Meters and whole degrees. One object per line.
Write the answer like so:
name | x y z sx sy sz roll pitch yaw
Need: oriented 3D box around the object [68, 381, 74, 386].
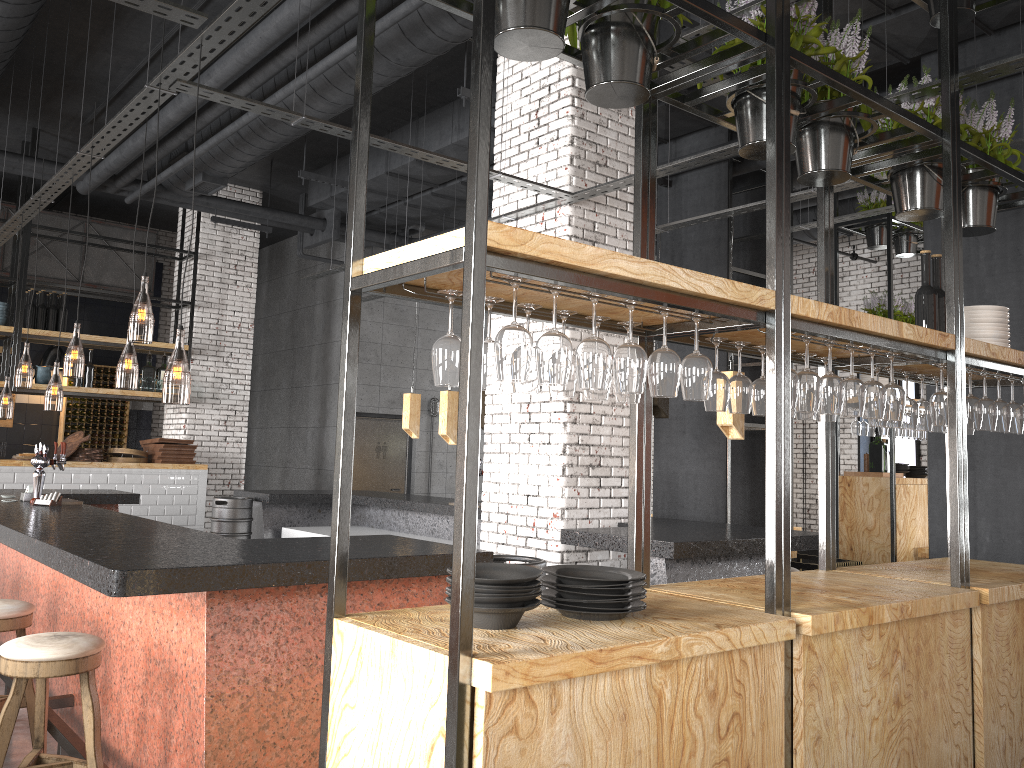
object | -6.427 -0.008 12.907 0.079 0.079 0.283 6 -7 -39

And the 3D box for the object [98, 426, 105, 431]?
object | -6.082 0.657 13.136 0.079 0.079 0.283 6 -7 -39

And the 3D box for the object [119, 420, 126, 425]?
object | -5.846 0.573 13.309 0.079 0.079 0.283 6 -7 -39

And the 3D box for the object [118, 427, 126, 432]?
object | -5.838 0.677 13.283 0.079 0.079 0.283 6 -7 -39

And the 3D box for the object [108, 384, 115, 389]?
object | -5.986 0.036 13.259 0.079 0.079 0.283 6 -7 -39

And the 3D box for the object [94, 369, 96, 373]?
object | -6.201 -0.196 13.106 0.079 0.079 0.283 6 -7 -39

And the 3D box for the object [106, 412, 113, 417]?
object | -5.977 0.453 13.187 0.079 0.079 0.283 6 -7 -39

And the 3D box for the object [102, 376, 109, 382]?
object | -6.056 -0.076 13.211 0.079 0.079 0.283 6 -7 -39

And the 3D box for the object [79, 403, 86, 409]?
object | -6.278 0.320 12.977 0.079 0.079 0.283 6 -7 -39

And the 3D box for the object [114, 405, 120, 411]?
object | -5.923 0.357 13.285 0.079 0.079 0.283 6 -7 -39

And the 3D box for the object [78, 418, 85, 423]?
object | -6.295 0.530 12.966 0.079 0.079 0.283 6 -7 -39

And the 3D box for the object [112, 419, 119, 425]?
object | -5.930 0.567 13.262 0.079 0.079 0.283 6 -7 -39

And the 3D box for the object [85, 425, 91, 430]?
object | -6.215 0.641 13.003 0.079 0.079 0.283 6 -7 -39

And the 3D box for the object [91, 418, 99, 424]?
object | -6.127 0.543 13.058 0.079 0.079 0.283 6 -7 -39

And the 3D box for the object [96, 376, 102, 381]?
object | -6.128 -0.084 13.151 0.079 0.079 0.283 6 -7 -39

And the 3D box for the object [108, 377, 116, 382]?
object | -5.973 -0.070 13.257 0.079 0.079 0.283 6 -7 -39

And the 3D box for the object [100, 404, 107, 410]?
object | -6.069 0.343 13.166 0.079 0.079 0.283 6 -7 -39

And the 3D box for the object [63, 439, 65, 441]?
object | -6.435 0.828 12.795 0.079 0.079 0.280 6 -7 -39

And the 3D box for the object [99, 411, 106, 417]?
object | -6.062 0.447 13.143 0.079 0.079 0.283 6 -7 -39

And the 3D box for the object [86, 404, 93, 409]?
object | -6.218 0.328 13.051 0.079 0.079 0.283 6 -7 -39

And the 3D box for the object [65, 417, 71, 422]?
object | -6.431 0.514 12.836 0.079 0.079 0.283 6 -7 -39

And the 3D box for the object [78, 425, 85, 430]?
object | -6.283 0.633 12.937 0.079 0.079 0.283 6 -7 -39

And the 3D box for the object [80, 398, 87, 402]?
object | -6.285 0.216 13.000 0.079 0.079 0.283 6 -7 -39

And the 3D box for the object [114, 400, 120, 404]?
object | -5.919 0.253 13.295 0.079 0.079 0.283 6 -7 -39

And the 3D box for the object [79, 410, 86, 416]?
object | -6.270 0.423 12.951 0.079 0.079 0.283 6 -7 -39

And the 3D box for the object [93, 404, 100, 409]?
object | -6.142 0.335 13.107 0.079 0.079 0.283 6 -7 -39

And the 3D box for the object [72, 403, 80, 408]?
object | -6.337 0.311 12.900 0.079 0.079 0.283 6 -7 -39

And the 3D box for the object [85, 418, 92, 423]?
object | -6.197 0.535 12.996 0.079 0.079 0.283 6 -7 -39

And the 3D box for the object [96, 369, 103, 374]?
object | -6.115 -0.189 13.150 0.079 0.079 0.283 6 -7 -39

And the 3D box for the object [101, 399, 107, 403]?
object | -6.056 0.237 13.165 0.079 0.079 0.283 6 -7 -39

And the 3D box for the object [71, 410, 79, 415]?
object | -6.355 0.417 12.906 0.079 0.079 0.283 6 -7 -39

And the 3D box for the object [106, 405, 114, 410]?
object | -5.986 0.349 13.213 0.079 0.079 0.283 6 -7 -39

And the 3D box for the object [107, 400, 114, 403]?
object | -5.995 0.245 13.240 0.079 0.079 0.283 6 -7 -39

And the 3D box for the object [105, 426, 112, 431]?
object | -5.996 0.663 13.180 0.079 0.079 0.283 6 -7 -39

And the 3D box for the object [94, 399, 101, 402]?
object | -6.117 0.229 13.091 0.079 0.079 0.283 6 -7 -39

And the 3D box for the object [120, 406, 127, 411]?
object | -5.840 0.364 13.331 0.079 0.079 0.283 6 -7 -39

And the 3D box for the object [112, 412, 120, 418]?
object | -5.916 0.461 13.261 0.079 0.079 0.283 6 -7 -39

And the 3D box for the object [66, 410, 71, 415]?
object | -6.438 0.410 12.860 0.079 0.079 0.283 6 -7 -39

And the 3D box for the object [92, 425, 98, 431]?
object | -6.142 0.649 13.062 0.079 0.079 0.283 6 -7 -39

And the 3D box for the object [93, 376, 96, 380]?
object | -6.192 -0.092 13.080 0.079 0.079 0.283 6 -7 -39

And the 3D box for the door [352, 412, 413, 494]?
door | -1.991 1.491 13.099 1.118 2.107 0.158 6 -8 -39

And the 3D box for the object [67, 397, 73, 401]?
object | -6.421 0.200 12.869 0.079 0.079 0.283 6 -7 -39

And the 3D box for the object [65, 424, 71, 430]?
object | -6.420 0.618 12.807 0.079 0.079 0.283 6 -7 -39

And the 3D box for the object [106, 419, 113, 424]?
object | -5.978 0.558 13.173 0.079 0.079 0.283 6 -7 -39

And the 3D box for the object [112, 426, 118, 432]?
object | -5.933 0.671 13.251 0.079 0.079 0.283 6 -7 -39

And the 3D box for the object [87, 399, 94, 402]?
object | -6.202 0.222 13.047 0.079 0.079 0.283 6 -7 -39

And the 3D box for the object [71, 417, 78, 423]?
object | -6.371 0.523 12.911 0.079 0.079 0.283 6 -7 -39

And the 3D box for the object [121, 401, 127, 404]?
object | -5.831 0.259 13.335 0.079 0.079 0.283 6 -7 -39

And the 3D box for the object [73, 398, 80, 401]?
object | -6.336 0.207 12.914 0.079 0.079 0.283 6 -7 -39

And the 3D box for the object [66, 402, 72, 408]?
object | -6.419 0.304 12.851 0.079 0.079 0.283 6 -7 -39

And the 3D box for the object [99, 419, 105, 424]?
object | -6.076 0.552 13.144 0.079 0.079 0.283 6 -7 -39

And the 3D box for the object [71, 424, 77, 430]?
object | -6.362 0.626 12.884 0.079 0.079 0.283 6 -7 -39

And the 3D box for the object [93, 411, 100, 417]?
object | -6.121 0.438 13.066 0.079 0.079 0.283 6 -7 -39

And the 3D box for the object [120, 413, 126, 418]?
object | -5.856 0.470 13.336 0.079 0.079 0.283 6 -7 -39

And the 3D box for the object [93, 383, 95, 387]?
object | -6.195 0.013 13.069 0.079 0.079 0.283 6 -7 -39

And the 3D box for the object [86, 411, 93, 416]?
object | -6.209 0.432 13.025 0.079 0.079 0.283 6 -7 -39

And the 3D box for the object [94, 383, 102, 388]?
object | -6.110 0.019 13.113 0.079 0.079 0.283 6 -7 -39
